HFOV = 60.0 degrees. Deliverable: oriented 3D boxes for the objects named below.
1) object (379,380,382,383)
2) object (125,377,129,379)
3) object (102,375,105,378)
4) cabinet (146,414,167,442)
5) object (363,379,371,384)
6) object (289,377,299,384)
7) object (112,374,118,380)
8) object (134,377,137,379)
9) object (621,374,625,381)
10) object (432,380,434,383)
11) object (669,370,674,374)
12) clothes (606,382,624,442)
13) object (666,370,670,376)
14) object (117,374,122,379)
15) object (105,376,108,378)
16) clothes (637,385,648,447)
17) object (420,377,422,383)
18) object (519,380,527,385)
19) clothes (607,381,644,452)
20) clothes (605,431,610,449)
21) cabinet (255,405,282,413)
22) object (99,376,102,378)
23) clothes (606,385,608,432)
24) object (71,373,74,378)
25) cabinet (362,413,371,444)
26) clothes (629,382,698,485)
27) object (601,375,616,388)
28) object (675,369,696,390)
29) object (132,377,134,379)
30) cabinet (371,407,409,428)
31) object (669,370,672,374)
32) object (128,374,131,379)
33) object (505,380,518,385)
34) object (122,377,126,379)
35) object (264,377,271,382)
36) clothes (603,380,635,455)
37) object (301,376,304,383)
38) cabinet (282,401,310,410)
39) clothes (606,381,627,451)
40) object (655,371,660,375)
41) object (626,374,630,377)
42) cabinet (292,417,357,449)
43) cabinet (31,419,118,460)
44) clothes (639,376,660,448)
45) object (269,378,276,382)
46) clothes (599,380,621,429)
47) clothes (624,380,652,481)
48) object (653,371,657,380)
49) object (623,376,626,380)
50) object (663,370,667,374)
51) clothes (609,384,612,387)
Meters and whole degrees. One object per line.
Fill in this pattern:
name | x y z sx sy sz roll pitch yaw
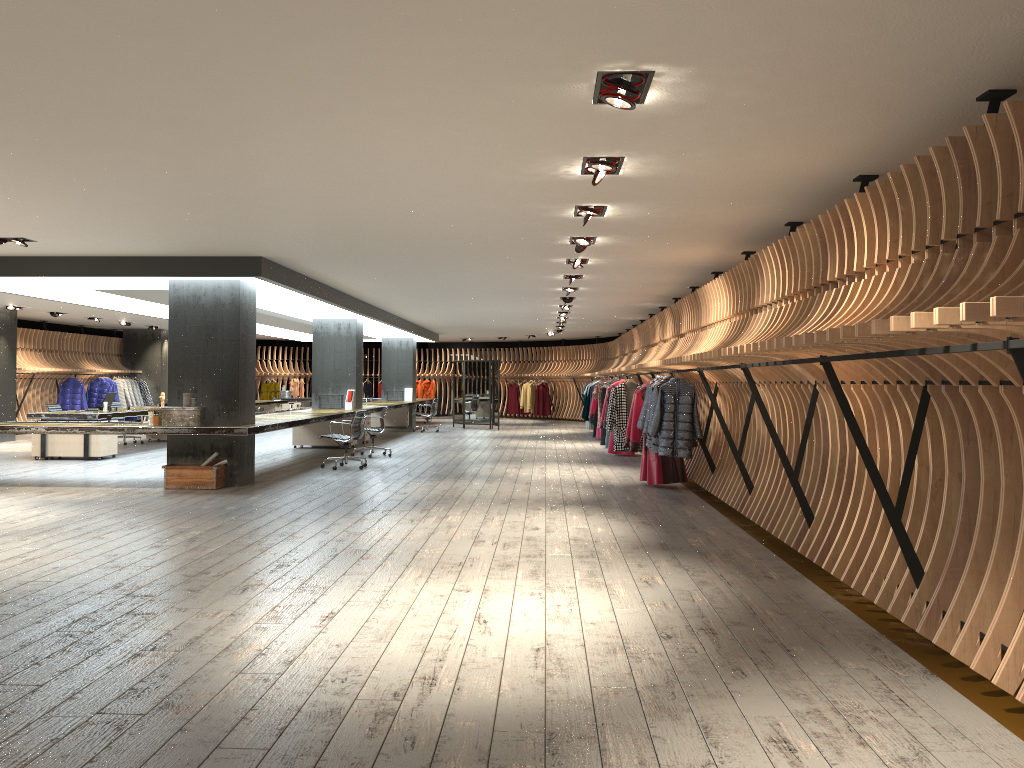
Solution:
object | -4.741 -0.122 32.421 0.012 0.270 0.525 1 -1 -43
object | -10.829 -0.119 24.972 0.518 0.313 0.012 0 -1 2
object | -10.890 -0.127 23.655 0.523 0.291 0.012 0 -1 2
cabinet | -7.102 0.899 18.883 1.131 0.630 0.593 0 0 2
object | -5.270 -0.127 32.357 0.012 0.270 0.525 0 0 27
object | -7.739 -0.137 31.445 0.525 0.270 0.012 0 -1 37
object | -10.855 -0.118 24.296 0.518 0.313 0.012 0 -1 2
object | -10.815 -0.112 25.519 0.518 0.313 0.012 0 -1 2
object | 1.973 -0.034 15.757 0.525 0.270 0.012 0 -1 32
object | -2.869 -0.110 32.296 0.012 0.270 0.525 1 0 -18
object | 1.790 -0.036 9.774 0.438 0.244 0.010 0 -1 2
clothes | 1.951 0.532 14.998 0.773 1.161 0.191 0 -1 23
object | 1.800 -0.041 10.052 0.439 0.242 0.016 0 -1 27
object | -10.846 -0.118 24.532 0.518 0.313 0.012 0 -1 2
object | -10.899 -0.136 23.834 0.525 0.270 0.012 0 -1 2
clothes | 1.769 0.342 10.583 0.166 0.854 0.745 1 -1 -43
object | -3.340 -0.113 32.391 0.012 0.270 0.525 0 0 7
object | 0.456 -0.084 30.493 0.525 0.270 0.012 0 -1 -33
clothes | 1.931 0.533 14.482 0.773 1.161 0.191 0 -1 -7
clothes | 2.018 0.728 17.496 0.373 1.537 0.312 0 -1 13
cabinet | -6.905 0.885 24.085 1.131 0.630 0.593 0 0 2
object | -10.929 -0.122 23.515 0.523 0.292 0.012 0 -1 2
clothes | 2.038 0.590 18.040 0.278 1.141 0.172 0 -1 9
object | -10.965 -0.132 22.123 0.525 0.270 0.012 0 -1 2
cabinet | -3.578 0.920 18.583 1.131 0.630 0.593 0 0 2
clothes | 1.876 0.604 10.962 0.840 1.317 0.318 0 -1 10
object | 2.098 -0.043 18.351 0.525 0.270 0.012 0 -1 2
object | 1.762 -0.042 9.409 0.440 0.226 0.010 0 -1 42
object | -10.819 -0.110 25.331 0.516 0.316 0.012 0 -1 2
cabinet | -3.468 0.904 24.638 1.131 0.630 0.593 0 0 2
object | 1.764 -0.043 9.895 0.440 0.226 0.010 0 -1 27
object | -10.880 -0.140 25.174 0.525 0.270 0.012 0 -1 2
object | 0.021 -0.088 30.874 0.525 0.270 0.012 0 -1 2
object | -10.836 -0.119 24.794 0.518 0.313 0.012 0 -1 2
object | -8.510 -0.137 30.872 0.525 0.270 0.012 0 -1 32
clothes | 1.990 0.590 15.762 0.840 1.312 0.321 0 -1 31
object | -7.489 -0.136 31.577 0.012 0.270 0.525 1 0 -33
cabinet | -6.761 0.876 27.784 0.593 0.630 1.131 0 0 2
clothes | 1.953 0.533 14.706 0.773 1.161 0.191 0 -1 3
object | 1.836 -0.014 10.992 0.523 0.291 0.015 0 -1 12
object | 1.978 -0.033 15.018 0.525 0.270 0.012 0 -1 22
cabinet | -3.630 0.923 17.231 1.131 0.630 0.593 0 0 2
cabinet | -7.157 0.910 14.544 1.131 0.630 0.593 0 0 2
clothes | 1.731 0.329 10.305 0.501 0.854 0.245 0 -1 -13
object | -8.374 -0.137 30.994 0.525 0.270 0.012 0 -1 32
clothes | 2.000 0.589 16.051 0.840 1.312 0.321 0 -1 21
clothes | 1.816 0.598 11.243 0.840 1.312 0.321 0 -1 31
object | 1.840 -0.025 11.266 0.525 0.270 0.012 0 -1 32
object | 2.021 -0.035 16.078 0.525 0.270 0.012 0 -1 22
object | 1.797 -0.048 10.348 0.440 0.226 0.010 0 -1 -8
clothes | 2.013 0.381 17.213 0.278 0.767 0.263 0 -1 10
